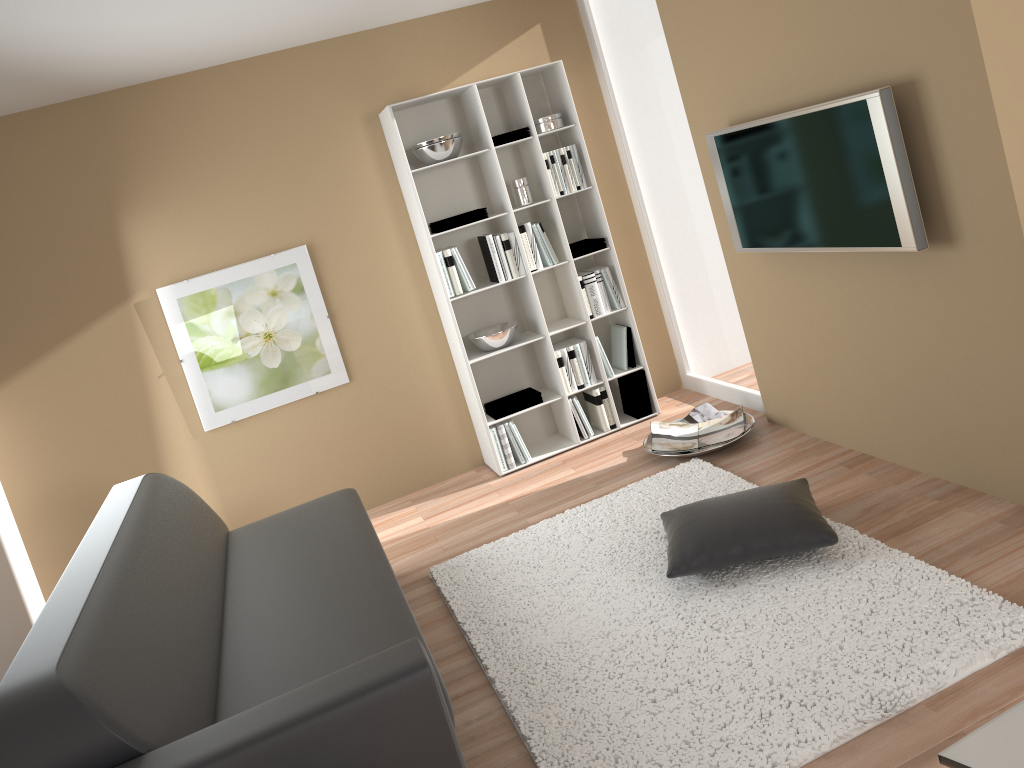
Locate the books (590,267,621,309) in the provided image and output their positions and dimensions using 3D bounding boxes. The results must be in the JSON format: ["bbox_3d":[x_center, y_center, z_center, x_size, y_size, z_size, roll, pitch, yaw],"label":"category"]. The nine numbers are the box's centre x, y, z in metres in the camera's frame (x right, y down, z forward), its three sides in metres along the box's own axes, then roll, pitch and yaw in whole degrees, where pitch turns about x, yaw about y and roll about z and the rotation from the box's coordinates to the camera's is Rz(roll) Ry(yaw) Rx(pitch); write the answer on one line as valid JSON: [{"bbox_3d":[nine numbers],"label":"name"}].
[{"bbox_3d":[0.552,-0.570,5.236,0.060,0.256,0.209,-18,9,-13],"label":"books"}]

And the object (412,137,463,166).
[{"bbox_3d":[-0.405,-1.299,4.962,0.296,0.105,0.307,-6,16,39],"label":"object"}]

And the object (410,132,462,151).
[{"bbox_3d":[-0.413,-1.325,4.959,0.296,0.105,0.307,-6,16,39],"label":"object"}]

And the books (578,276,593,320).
[{"bbox_3d":[0.393,-0.510,5.184,0.040,0.255,0.209,-18,9,-13],"label":"books"}]

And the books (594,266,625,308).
[{"bbox_3d":[0.576,-0.578,5.242,0.060,0.256,0.209,-18,9,-13],"label":"books"}]

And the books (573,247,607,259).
[{"bbox_3d":[0.412,-0.780,5.228,0.212,0.007,0.300,-20,13,-14],"label":"books"}]

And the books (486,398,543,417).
[{"bbox_3d":[0.009,0.117,5.104,0.300,0.006,0.212,-20,13,-15],"label":"books"}]

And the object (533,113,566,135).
[{"bbox_3d":[0.210,-1.510,5.123,0.189,0.088,0.198,-10,13,27],"label":"object"}]

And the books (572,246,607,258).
[{"bbox_3d":[0.412,-0.785,5.227,0.212,0.006,0.300,-20,13,-14],"label":"books"}]

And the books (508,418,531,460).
[{"bbox_3d":[0.024,0.304,5.102,0.058,0.254,0.209,-18,9,-13],"label":"books"}]

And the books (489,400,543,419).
[{"bbox_3d":[0.011,0.128,5.105,0.300,0.006,0.212,-20,13,-15],"label":"books"}]

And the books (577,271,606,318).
[{"bbox_3d":[0.451,-0.531,5.196,0.077,0.255,0.209,-18,9,-13],"label":"books"}]

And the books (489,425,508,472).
[{"bbox_3d":[-0.102,0.354,5.057,0.040,0.255,0.209,-18,9,-13],"label":"books"}]

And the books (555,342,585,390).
[{"bbox_3d":[0.342,-0.108,5.177,0.040,0.255,0.209,-18,9,-13],"label":"books"}]

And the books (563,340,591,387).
[{"bbox_3d":[0.379,-0.122,5.189,0.040,0.255,0.209,-18,9,-13],"label":"books"}]

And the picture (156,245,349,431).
[{"bbox_3d":[-1.408,-0.257,4.840,0.824,0.805,0.019,-19,7,-15],"label":"picture"}]

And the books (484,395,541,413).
[{"bbox_3d":[0.001,0.096,5.105,0.300,0.007,0.212,-20,13,-15],"label":"books"}]

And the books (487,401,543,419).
[{"bbox_3d":[0.012,0.133,5.106,0.300,0.006,0.212,-20,13,-15],"label":"books"}]

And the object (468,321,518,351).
[{"bbox_3d":[-0.095,-0.263,5.083,0.296,0.105,0.307,-6,16,39],"label":"object"}]

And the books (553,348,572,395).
[{"bbox_3d":[0.266,-0.080,5.151,0.040,0.255,0.209,-18,9,-13],"label":"books"}]

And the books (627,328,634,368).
[{"bbox_3d":[0.673,-0.227,5.303,0.043,0.234,0.212,-18,9,-13],"label":"books"}]

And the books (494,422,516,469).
[{"bbox_3d":[-0.057,0.339,5.064,0.040,0.255,0.209,-18,9,-13],"label":"books"}]

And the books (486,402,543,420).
[{"bbox_3d":[0.013,0.138,5.105,0.300,0.007,0.212,-20,13,-15],"label":"books"}]

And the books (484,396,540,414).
[{"bbox_3d":[0.003,0.101,5.106,0.300,0.007,0.212,-20,13,-15],"label":"books"}]

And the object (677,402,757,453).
[{"bbox_3d":[1.011,0.240,4.612,0.346,0.095,0.503,-20,13,-14],"label":"object"}]

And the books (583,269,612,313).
[{"bbox_3d":[0.503,-0.553,5.226,0.040,0.255,0.209,-18,9,-13],"label":"books"}]

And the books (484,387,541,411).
[{"bbox_3d":[0.002,0.085,5.102,0.300,0.006,0.212,-20,13,-15],"label":"books"}]

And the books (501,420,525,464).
[{"bbox_3d":[-0.012,0.320,5.079,0.060,0.256,0.209,-18,9,-13],"label":"books"}]

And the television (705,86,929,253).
[{"bbox_3d":[1.166,-0.813,3.556,0.055,0.569,1.185,-18,12,-13],"label":"television"}]

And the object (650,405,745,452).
[{"bbox_3d":[0.967,0.247,4.584,0.495,0.095,0.352,-13,13,15],"label":"object"}]

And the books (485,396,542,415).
[{"bbox_3d":[0.005,0.107,5.101,0.300,0.006,0.212,-20,13,-13],"label":"books"}]

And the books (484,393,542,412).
[{"bbox_3d":[0.003,0.091,5.101,0.300,0.007,0.212,-20,13,-15],"label":"books"}]

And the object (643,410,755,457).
[{"bbox_3d":[0.974,0.278,4.572,0.599,0.062,0.581,-27,16,-38],"label":"object"}]

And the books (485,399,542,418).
[{"bbox_3d":[0.007,0.123,5.104,0.300,0.006,0.212,-20,13,-16],"label":"books"}]

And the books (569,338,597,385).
[{"bbox_3d":[0.418,-0.136,5.201,0.040,0.255,0.209,-18,9,-13],"label":"books"}]

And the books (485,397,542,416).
[{"bbox_3d":[0.008,0.112,5.104,0.300,0.006,0.212,-20,13,-15],"label":"books"}]

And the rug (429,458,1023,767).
[{"bbox_3d":[0.555,0.756,3.171,1.463,0.045,2.044,-20,13,-14],"label":"rug"}]

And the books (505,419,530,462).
[{"bbox_3d":[0.013,0.314,5.082,0.058,0.254,0.209,-18,9,-13],"label":"books"}]

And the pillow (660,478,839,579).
[{"bbox_3d":[0.857,0.533,3.296,0.605,0.206,0.596,-14,12,11],"label":"pillow"}]

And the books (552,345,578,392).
[{"bbox_3d":[0.303,-0.095,5.169,0.040,0.255,0.209,-18,9,-13],"label":"books"}]

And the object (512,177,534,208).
[{"bbox_3d":[0.063,-1.102,5.052,0.093,0.159,0.095,-17,8,0],"label":"object"}]

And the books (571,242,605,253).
[{"bbox_3d":[0.402,-0.811,5.223,0.212,0.006,0.300,-19,13,-13],"label":"books"}]
